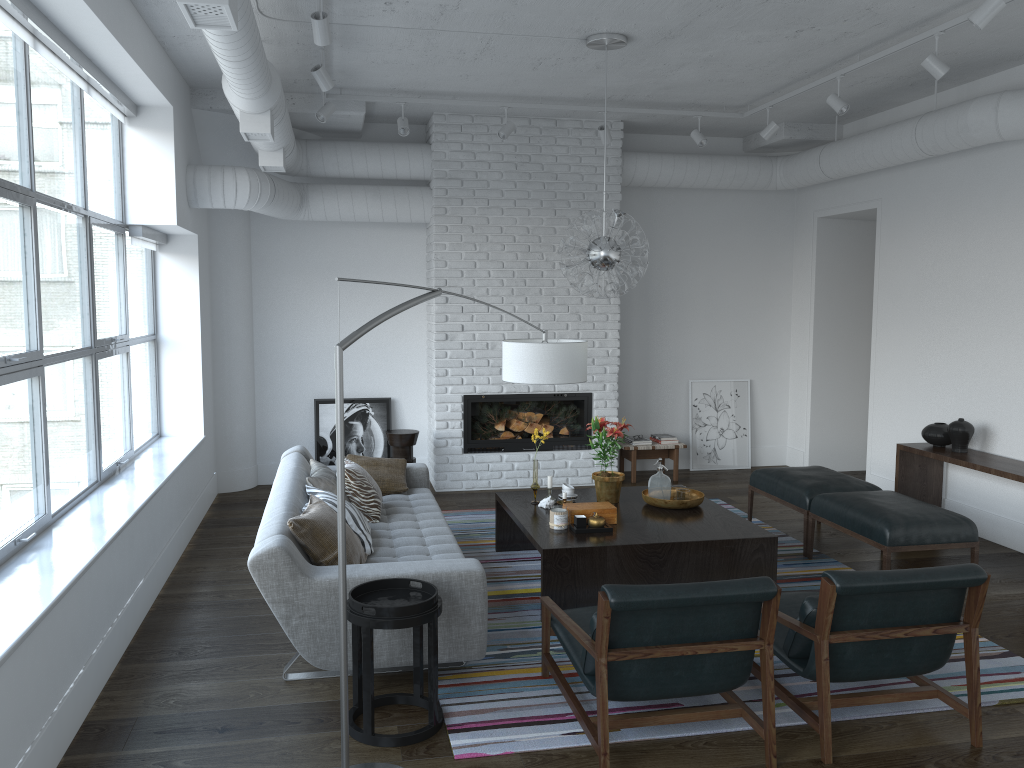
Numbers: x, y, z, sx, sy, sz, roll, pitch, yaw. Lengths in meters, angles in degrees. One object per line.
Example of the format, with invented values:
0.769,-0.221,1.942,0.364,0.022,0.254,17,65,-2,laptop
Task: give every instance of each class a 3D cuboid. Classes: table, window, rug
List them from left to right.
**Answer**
-2.302,-0.533,4.587,0.107,2.340,4.566,-1,6,-11,window
-0.464,1.079,3.494,0.379,0.536,0.379,1,6,6,table
-0.915,0.675,7.429,0.282,0.558,0.281,-3,7,-32,table
0.662,0.964,5.342,1.306,0.394,1.362,-1,6,-11,table
0.759,1.167,5.344,2.735,0.012,3.760,-1,6,-11,rug
1.283,0.717,8.317,0.605,0.345,0.405,-1,6,-11,table
3.157,0.808,5.953,0.375,0.617,1.362,-1,6,-11,table

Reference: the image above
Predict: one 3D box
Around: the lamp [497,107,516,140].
-0.044,-2.021,6.835,0.154,0.285,0.090,-5,8,-43,lamp

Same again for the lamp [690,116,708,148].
1.506,-2.046,7.141,0.093,0.285,0.154,-3,7,-33,lamp

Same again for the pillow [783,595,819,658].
1.396,0.954,3.522,0.612,0.293,0.246,-1,6,-11,pillow

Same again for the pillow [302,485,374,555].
-0.909,0.717,4.643,0.346,0.283,0.578,-1,6,-11,pillow

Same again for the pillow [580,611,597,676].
0.570,0.967,3.357,0.612,0.293,0.246,-1,6,-11,pillow

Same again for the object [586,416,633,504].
0.594,0.468,5.531,0.275,0.558,0.284,5,7,40,object

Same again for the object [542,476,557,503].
0.238,0.655,5.575,0.098,0.174,0.098,-2,6,-17,object

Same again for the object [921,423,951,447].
3.100,0.368,6.425,0.245,0.168,0.245,-2,6,-20,object

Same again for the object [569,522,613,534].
0.437,0.796,4.910,0.214,0.023,0.130,-1,6,-11,object

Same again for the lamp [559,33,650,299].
0.563,-1.293,5.379,0.552,1.546,0.552,-2,6,-24,lamp

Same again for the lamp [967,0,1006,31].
2.131,-1.737,3.976,0.154,0.285,0.088,4,7,34,lamp

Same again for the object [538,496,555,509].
0.211,0.723,5.432,0.069,0.078,0.124,-3,6,-29,object

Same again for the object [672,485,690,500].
1.058,0.697,5.549,0.085,0.089,0.195,0,6,-2,object

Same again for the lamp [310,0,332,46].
-0.916,-1.772,4.253,0.087,0.285,0.154,0,6,-2,lamp

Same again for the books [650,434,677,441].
1.430,0.499,8.347,0.173,0.025,0.238,-1,6,-13,books

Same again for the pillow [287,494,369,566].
-0.847,0.737,4.114,0.298,0.338,0.597,0,6,-2,pillow

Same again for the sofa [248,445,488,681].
-0.830,0.866,4.918,0.991,0.684,2.541,-1,6,-11,sofa

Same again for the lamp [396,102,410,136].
-0.824,-2.008,6.677,0.095,0.285,0.154,-1,6,-13,lamp

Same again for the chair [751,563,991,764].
1.363,0.982,3.719,0.678,0.698,0.983,-1,6,-11,chair

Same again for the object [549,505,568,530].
0.265,0.745,4.947,0.106,0.116,0.117,-3,7,-32,object

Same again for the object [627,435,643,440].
1.147,0.492,8.277,0.134,0.038,0.093,-5,8,-44,object

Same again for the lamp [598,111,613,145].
0.729,-2.034,6.989,0.097,0.285,0.154,3,6,29,lamp

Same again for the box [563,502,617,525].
0.445,0.744,5.081,0.294,0.093,0.169,-1,6,-11,box

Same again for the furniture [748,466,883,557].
2.110,0.852,6.199,0.584,0.478,0.828,-1,6,-11,furniture

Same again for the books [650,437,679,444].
1.432,0.528,8.343,0.185,0.032,0.267,-1,6,-13,books

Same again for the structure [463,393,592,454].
0.093,0.343,8.106,1.168,0.578,0.675,-1,6,-11,structure

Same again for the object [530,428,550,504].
0.175,0.511,5.528,0.121,0.470,0.120,1,6,4,object

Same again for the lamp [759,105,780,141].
1.979,-2.013,6.809,0.154,0.285,0.104,3,6,29,lamp

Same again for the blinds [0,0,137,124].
-2.143,-1.587,4.037,0.086,0.130,3.613,-1,6,-11,blinds

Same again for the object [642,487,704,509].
1.001,0.714,5.521,0.383,0.068,0.383,4,6,31,object

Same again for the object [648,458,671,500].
0.922,0.601,5.530,0.143,0.288,0.143,-4,7,-40,object

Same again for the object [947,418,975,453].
3.132,0.357,6.194,0.171,0.236,0.171,0,6,-6,object

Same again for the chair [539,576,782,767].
0.537,0.996,3.554,0.678,0.698,0.983,-1,6,-11,chair

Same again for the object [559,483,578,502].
0.354,0.683,5.597,0.121,0.113,0.124,1,6,8,object

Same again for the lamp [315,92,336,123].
-1.297,-1.960,6.172,0.087,0.285,0.154,4,7,38,lamp

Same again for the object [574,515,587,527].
0.379,0.761,4.916,0.058,0.055,0.058,-1,6,-11,object

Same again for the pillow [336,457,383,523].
-0.912,0.606,5.284,0.271,0.340,0.576,-1,6,-7,pillow

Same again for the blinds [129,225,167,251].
-2.594,-1.037,6.345,0.086,0.130,0.903,-1,6,-11,blinds

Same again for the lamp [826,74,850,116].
2.158,-1.921,5.871,0.094,0.285,0.154,-4,7,-38,lamp

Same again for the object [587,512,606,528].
0.468,0.750,4.912,0.103,0.077,0.103,-4,7,-39,object

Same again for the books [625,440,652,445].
1.169,0.535,8.266,0.171,0.011,0.306,-1,6,-12,books

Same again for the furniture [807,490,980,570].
2.278,0.934,5.368,0.583,0.476,0.827,-1,6,-11,furniture

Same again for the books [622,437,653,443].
1.165,0.520,8.274,0.202,0.019,0.280,-1,6,-13,books

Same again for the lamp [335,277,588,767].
-0.169,0.448,3.746,0.432,1.738,2.162,2,6,23,lamp

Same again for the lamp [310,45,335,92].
-1.113,-1.865,5.205,0.087,0.285,0.154,4,7,33,lamp

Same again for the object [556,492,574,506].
0.323,0.707,5.438,0.102,0.098,0.102,3,6,28,object

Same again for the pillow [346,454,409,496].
-0.904,0.606,5.875,0.427,0.261,0.236,-1,6,-10,pillow

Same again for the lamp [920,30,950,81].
2.349,-1.827,4.910,0.154,0.285,0.100,1,6,12,lamp

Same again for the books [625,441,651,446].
1.170,0.545,8.278,0.172,0.011,0.273,-1,6,-12,books

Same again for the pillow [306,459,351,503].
-1.064,0.640,5.186,0.254,0.318,0.663,-1,6,-11,pillow

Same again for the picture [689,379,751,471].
2.050,0.401,8.738,0.637,0.884,0.093,-1,6,-11,picture

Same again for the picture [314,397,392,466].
-1.429,0.519,8.003,0.686,0.775,0.130,-1,6,-11,picture
